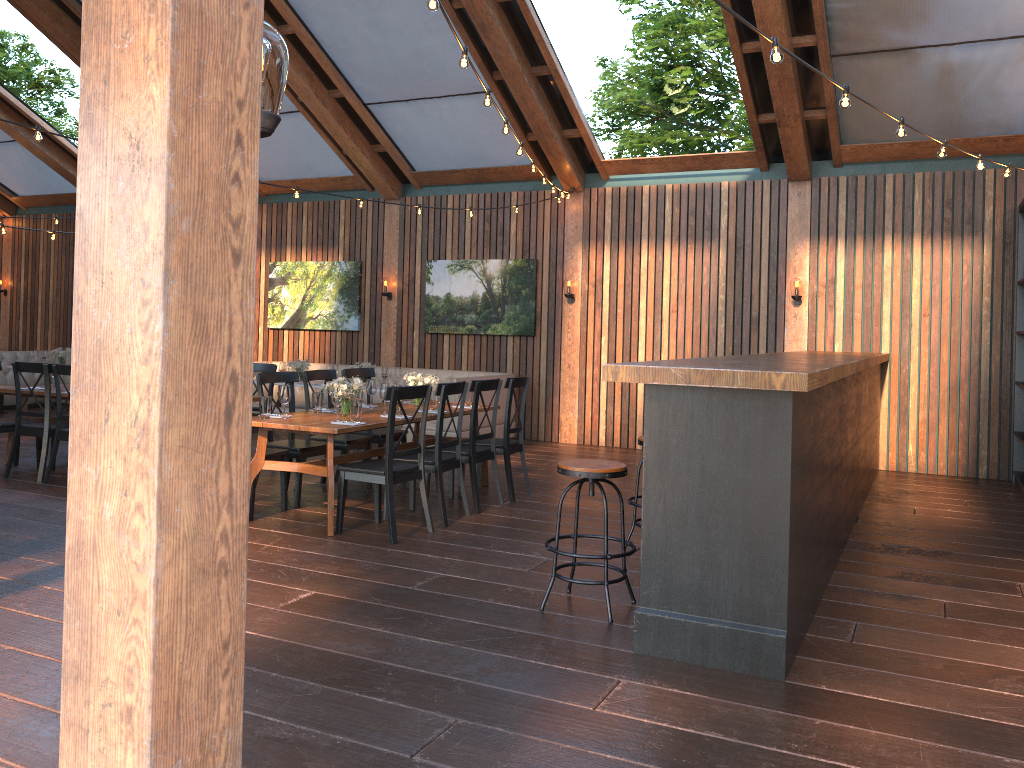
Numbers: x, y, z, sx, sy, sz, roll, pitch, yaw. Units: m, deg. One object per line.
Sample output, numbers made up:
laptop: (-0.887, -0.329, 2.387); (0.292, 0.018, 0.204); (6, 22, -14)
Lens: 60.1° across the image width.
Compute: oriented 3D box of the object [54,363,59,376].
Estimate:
object: (-4.403, -0.076, 8.515); (0.092, 0.244, 0.092); (2, 0, -17)

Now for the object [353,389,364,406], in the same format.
object: (-1.276, 0.123, 7.345); (0.092, 0.158, 0.092); (1, 1, -38)

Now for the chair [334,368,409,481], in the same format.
chair: (-1.275, 0.374, 8.138); (0.540, 1.020, 0.477); (2, 0, 26)

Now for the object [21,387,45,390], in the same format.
object: (-4.543, 0.038, 8.429); (0.157, 0.019, 0.255); (3, 4, 26)

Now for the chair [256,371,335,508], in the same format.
chair: (-1.759, 0.422, 7.127); (0.540, 1.020, 0.477); (2, 0, 26)

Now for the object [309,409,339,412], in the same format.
object: (-1.468, 0.207, 7.026); (0.255, 0.019, 0.157); (3, 4, 26)

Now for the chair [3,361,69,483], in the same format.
chair: (-4.129, 0.311, 7.897); (0.478, 1.020, 0.539); (2, 0, 22)

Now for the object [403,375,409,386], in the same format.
object: (-1.293, -0.033, 10.871); (0.092, 0.158, 0.092); (2, 1, 12)

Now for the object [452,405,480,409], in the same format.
object: (-0.422, 0.194, 7.709); (0.255, 0.019, 0.157); (3, 4, 26)

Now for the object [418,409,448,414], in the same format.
object: (-0.666, 0.219, 7.189); (0.255, 0.019, 0.157); (3, 4, 26)

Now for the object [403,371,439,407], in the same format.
object: (-0.793, 0.042, 7.645); (0.329, 0.309, 0.336); (1, 2, -9)

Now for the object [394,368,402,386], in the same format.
object: (-1.399, -0.077, 10.851); (0.092, 0.244, 0.092); (2, 0, -22)

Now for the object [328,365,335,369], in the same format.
object: (-2.258, -0.113, 11.050); (0.092, 0.244, 0.092); (2, 0, -22)

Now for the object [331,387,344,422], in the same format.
object: (-1.244, 0.143, 6.311); (0.092, 0.244, 0.092); (2, 0, -22)

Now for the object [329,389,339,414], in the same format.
object: (-1.378, 0.105, 6.882); (0.092, 0.244, 0.092); (2, 0, -22)

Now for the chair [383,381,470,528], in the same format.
chair: (-0.622, 0.486, 6.582); (0.540, 1.020, 0.477); (2, 0, 21)

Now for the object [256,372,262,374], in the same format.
object: (-3.273, -0.124, 11.486); (0.092, 0.158, 0.092); (2, 1, 12)

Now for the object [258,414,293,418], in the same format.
object: (-1.717, 0.232, 6.495); (0.255, 0.019, 0.157); (3, 4, 26)

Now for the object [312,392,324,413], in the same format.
object: (-1.505, 0.146, 6.852); (0.092, 0.158, 0.092); (1, 1, -38)

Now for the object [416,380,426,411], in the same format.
object: (-0.755, 0.095, 7.329); (0.092, 0.244, 0.092); (2, 0, -22)

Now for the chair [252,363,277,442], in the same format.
chair: (-2.595, 0.314, 8.537); (0.478, 1.020, 0.539); (2, 0, 26)

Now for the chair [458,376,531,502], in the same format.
chair: (-0.138, 0.438, 7.592); (0.540, 1.020, 0.477); (2, 0, 21)

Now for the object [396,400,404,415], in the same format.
object: (-0.887, 0.162, 6.883); (0.092, 0.158, 0.092); (1, 1, -38)

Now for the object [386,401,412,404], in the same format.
object: (-0.996, 0.160, 8.020); (0.255, 0.019, 0.157); (3, 4, 26)

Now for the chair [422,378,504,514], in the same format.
chair: (-0.380, 0.462, 7.088); (0.540, 1.020, 0.477); (2, 0, 26)

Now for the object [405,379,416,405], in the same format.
object: (-0.906, 0.058, 7.881); (0.092, 0.244, 0.092); (2, 0, -22)

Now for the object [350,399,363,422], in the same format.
object: (-1.120, 0.188, 6.346); (0.092, 0.158, 0.092); (1, 1, -38)

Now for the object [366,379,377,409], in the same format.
object: (-1.169, 0.083, 7.351); (0.092, 0.244, 0.092); (2, 0, -22)

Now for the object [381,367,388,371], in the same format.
object: (-1.585, -0.091, 10.996); (0.092, 0.244, 0.092); (2, 0, -22)

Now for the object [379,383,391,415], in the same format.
object: (-0.982, 0.118, 6.854); (0.092, 0.244, 0.092); (2, 0, -22)

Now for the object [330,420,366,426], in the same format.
object: (-1.158, 0.267, 6.168); (0.255, 0.019, 0.157); (3, 4, 26)

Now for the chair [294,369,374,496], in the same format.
chair: (-1.517, 0.398, 7.633); (0.540, 1.020, 0.477); (2, 0, 21)

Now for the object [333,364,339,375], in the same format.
object: (-2.262, -0.129, 11.320); (0.092, 0.244, 0.092); (2, 0, -22)

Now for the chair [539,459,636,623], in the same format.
chair: (0.405, 0.779, 4.558); (0.468, 0.735, 0.468); (2, 1, 13)

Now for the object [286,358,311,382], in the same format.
object: (-2.725, -0.179, 11.398); (0.329, 0.309, 0.336); (0, 2, -42)

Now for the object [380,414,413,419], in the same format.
object: (-0.896, 0.241, 6.720); (0.255, 0.019, 0.157); (3, 4, 26)

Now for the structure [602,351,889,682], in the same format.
structure: (2.230, 0.427, 6.731); (0.857, 1.274, 6.805); (2, 3, 26)

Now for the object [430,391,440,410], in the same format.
object: (-0.646, 0.139, 7.361); (0.092, 0.158, 0.092); (1, 1, -38)

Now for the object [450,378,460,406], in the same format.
object: (-0.507, 0.070, 7.861); (0.092, 0.244, 0.092); (2, 0, -22)

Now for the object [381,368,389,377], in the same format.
object: (-1.539, -0.073, 10.708); (0.092, 0.244, 0.092); (2, 0, -22)

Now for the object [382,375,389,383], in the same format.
object: (-1.519, -0.023, 10.600); (0.092, 0.158, 0.092); (2, 1, 12)

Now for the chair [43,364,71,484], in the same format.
chair: (-3.647, 0.340, 7.637); (0.478, 1.020, 0.539); (2, 0, 31)

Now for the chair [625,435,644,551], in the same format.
chair: (0.995, 0.720, 5.792); (0.467, 0.735, 0.468); (1, 1, -41)

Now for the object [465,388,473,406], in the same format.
object: (-0.390, 0.114, 7.896); (0.092, 0.158, 0.092); (1, 1, -38)

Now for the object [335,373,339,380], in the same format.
object: (-2.284, -0.094, 11.427); (0.092, 0.158, 0.092); (2, 1, 12)

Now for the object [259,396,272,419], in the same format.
object: (-1.766, 0.171, 6.328); (0.092, 0.158, 0.092); (1, 1, -38)

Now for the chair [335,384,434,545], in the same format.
chair: (-0.864, 0.510, 6.077); (0.540, 1.020, 0.477); (2, 0, 31)

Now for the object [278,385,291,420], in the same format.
object: (-1.634, 0.130, 6.351); (0.092, 0.244, 0.092); (2, 0, -22)

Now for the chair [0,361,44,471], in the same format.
chair: (-4.653, 0.283, 8.116); (0.478, 1.020, 0.539); (2, 0, 33)

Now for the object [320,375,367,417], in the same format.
object: (-1.264, 0.086, 6.704); (0.336, 0.309, 0.329); (1, 2, -32)

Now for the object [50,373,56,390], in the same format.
object: (-4.367, -0.025, 8.400); (0.092, 0.158, 0.092); (1, 1, -18)

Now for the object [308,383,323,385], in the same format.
object: (-2.405, 0.001, 10.966); (0.157, 0.019, 0.255); (3, 4, 26)

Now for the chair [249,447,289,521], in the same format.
chair: (-2.001, 0.446, 6.622); (0.540, 1.020, 0.477); (2, 0, 21)

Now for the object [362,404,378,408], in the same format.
object: (-1.242, 0.184, 7.503); (0.255, 0.019, 0.157); (3, 4, 26)

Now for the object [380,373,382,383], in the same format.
object: (-1.607, -0.055, 11.103); (0.092, 0.158, 0.092); (2, 1, 12)

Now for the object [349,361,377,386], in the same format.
object: (-1.858, -0.132, 11.004); (0.336, 0.309, 0.329); (2, 2, 0)
